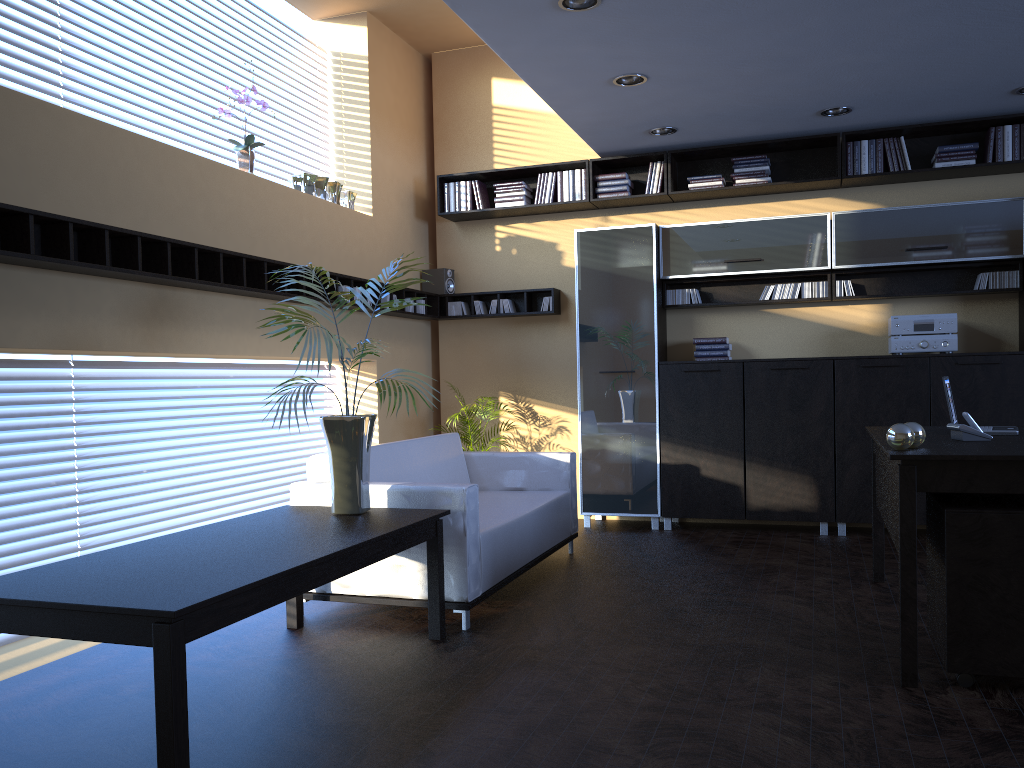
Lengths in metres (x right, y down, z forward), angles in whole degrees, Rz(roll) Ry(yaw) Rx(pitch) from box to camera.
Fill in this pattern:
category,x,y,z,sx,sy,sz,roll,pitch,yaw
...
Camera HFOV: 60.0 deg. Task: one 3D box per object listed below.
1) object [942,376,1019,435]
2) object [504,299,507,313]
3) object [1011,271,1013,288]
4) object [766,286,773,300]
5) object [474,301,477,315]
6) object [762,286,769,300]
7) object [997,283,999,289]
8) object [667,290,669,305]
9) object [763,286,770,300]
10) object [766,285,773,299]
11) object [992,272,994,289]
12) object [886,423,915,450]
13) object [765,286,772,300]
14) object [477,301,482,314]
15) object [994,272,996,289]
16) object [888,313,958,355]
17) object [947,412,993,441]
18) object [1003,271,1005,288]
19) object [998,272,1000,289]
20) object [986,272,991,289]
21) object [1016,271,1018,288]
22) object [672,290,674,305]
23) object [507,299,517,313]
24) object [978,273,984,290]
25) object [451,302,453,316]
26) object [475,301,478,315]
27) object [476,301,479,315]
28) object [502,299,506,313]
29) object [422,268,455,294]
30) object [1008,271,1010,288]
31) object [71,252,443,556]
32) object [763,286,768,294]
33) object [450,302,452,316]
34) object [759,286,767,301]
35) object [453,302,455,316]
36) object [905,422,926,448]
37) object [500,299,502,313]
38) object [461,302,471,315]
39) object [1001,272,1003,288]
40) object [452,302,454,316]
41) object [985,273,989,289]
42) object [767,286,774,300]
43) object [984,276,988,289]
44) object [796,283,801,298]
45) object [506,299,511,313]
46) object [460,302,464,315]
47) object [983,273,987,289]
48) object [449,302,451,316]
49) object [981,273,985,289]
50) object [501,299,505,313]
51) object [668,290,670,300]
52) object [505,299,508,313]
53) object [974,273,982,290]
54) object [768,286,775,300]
category,x,y,z,sx,sy,sz,roll,pitch,yaw
object,2.327,0.100,4.402,0.323,0.283,0.390,-1,1,29
object,-0.034,-0.668,7.665,0.030,0.120,0.142,-1,1,19
object,3.595,-0.748,6.398,0.009,0.120,0.142,-1,1,19
object,2.025,-0.710,6.953,0.055,0.110,0.140,-1,1,19
object,-0.294,-0.662,7.755,0.030,0.120,0.142,-1,1,19
object,1.996,-0.709,6.962,0.059,0.113,0.142,-1,1,19
object,3.511,-0.746,6.433,0.009,0.120,0.142,-1,1,19
object,1.277,-0.697,7.207,0.009,0.120,0.142,-1,1,19
object,2.005,-0.710,6.959,0.059,0.113,0.142,-1,1,19
object,2.025,-0.710,6.954,0.059,0.113,0.142,-1,1,19
object,3.483,-0.745,6.444,0.009,0.120,0.142,-1,1,19
object,1.557,0.211,3.556,0.105,0.105,0.105,-1,1,38
object,2.014,-0.710,6.952,0.055,0.110,0.140,-1,1,19
object,-0.264,-0.663,7.745,0.030,0.120,0.142,-1,1,19
object,3.489,-0.745,6.431,0.009,0.120,0.142,-1,1,19
object,2.989,-0.356,6.468,0.430,0.282,0.363,-1,1,19
object,2.043,0.187,3.960,0.146,0.127,0.130,-1,1,4
object,3.547,-0.747,6.413,0.009,0.120,0.142,-1,1,19
object,3.520,-0.746,6.427,0.009,0.120,0.142,-1,1,19
object,3.465,-0.745,6.452,0.009,0.120,0.142,-1,1,19
object,3.623,-0.748,6.385,0.009,0.120,0.142,-1,1,19
object,1.317,-0.698,7.200,0.009,0.120,0.142,-1,1,19
object,0.000,-0.668,7.653,0.040,0.118,0.142,-1,1,19
object,3.416,-0.743,6.471,0.030,0.120,0.142,-1,1,19
object,-0.503,-0.658,7.827,0.009,0.120,0.142,-1,1,19
object,-0.284,-0.662,7.751,0.030,0.120,0.142,-1,1,19
object,-0.274,-0.663,7.748,0.030,0.120,0.142,-1,1,19
object,-0.044,-0.668,7.668,0.030,0.120,0.142,-1,1,19
object,-0.650,-0.899,7.878,0.254,0.229,0.158,-1,1,29
object,3.577,-0.747,6.406,0.009,0.120,0.142,-1,1,19
object,-1.240,0.286,4.474,1.896,1.861,1.039,-1,2,39
object,1.988,-0.709,6.971,0.059,0.113,0.142,-1,1,19
object,-0.513,-0.658,7.830,0.009,0.120,0.142,-1,1,19
object,1.975,-0.709,6.964,0.059,0.113,0.142,-1,1,19
object,-0.483,-0.658,7.820,0.009,0.120,0.142,-1,1,19
object,1.641,0.209,3.641,0.105,0.105,0.105,-1,1,38
object,-0.073,-0.667,7.678,0.009,0.120,0.142,-1,1,19
object,-0.402,-0.659,7.792,0.040,0.118,0.142,-1,1,19
object,3.539,-0.746,6.420,0.009,0.120,0.142,-1,1,19
object,-0.493,-0.658,7.823,0.009,0.120,0.142,-1,1,19
object,3.442,-0.744,6.453,0.026,0.118,0.140,-1,1,19
object,2.034,-0.710,6.947,0.055,0.110,0.140,-1,1,19
object,3.445,-0.744,6.460,0.030,0.120,0.142,-1,1,19
object,2.226,-0.717,6.879,0.036,0.116,0.140,-1,1,19
object,-0.014,-0.668,7.658,0.030,0.120,0.142,-1,1,19
object,-0.425,-0.660,7.800,0.009,0.120,0.142,-1,1,19
object,3.436,-0.744,6.465,0.030,0.120,0.142,-1,1,19
object,-0.522,-0.658,7.834,0.009,0.120,0.142,-1,1,19
object,3.426,-0.744,6.468,0.030,0.120,0.142,-1,1,19
object,-0.063,-0.668,7.675,0.009,0.120,0.142,-1,1,19
object,1.288,-0.697,7.210,0.009,0.120,0.142,-1,1,19
object,-0.024,-0.668,7.661,0.030,0.120,0.142,-1,1,19
object,3.402,-0.742,6.476,0.040,0.118,0.142,-1,1,19
object,2.036,-0.710,6.954,0.059,0.113,0.142,-1,1,19
